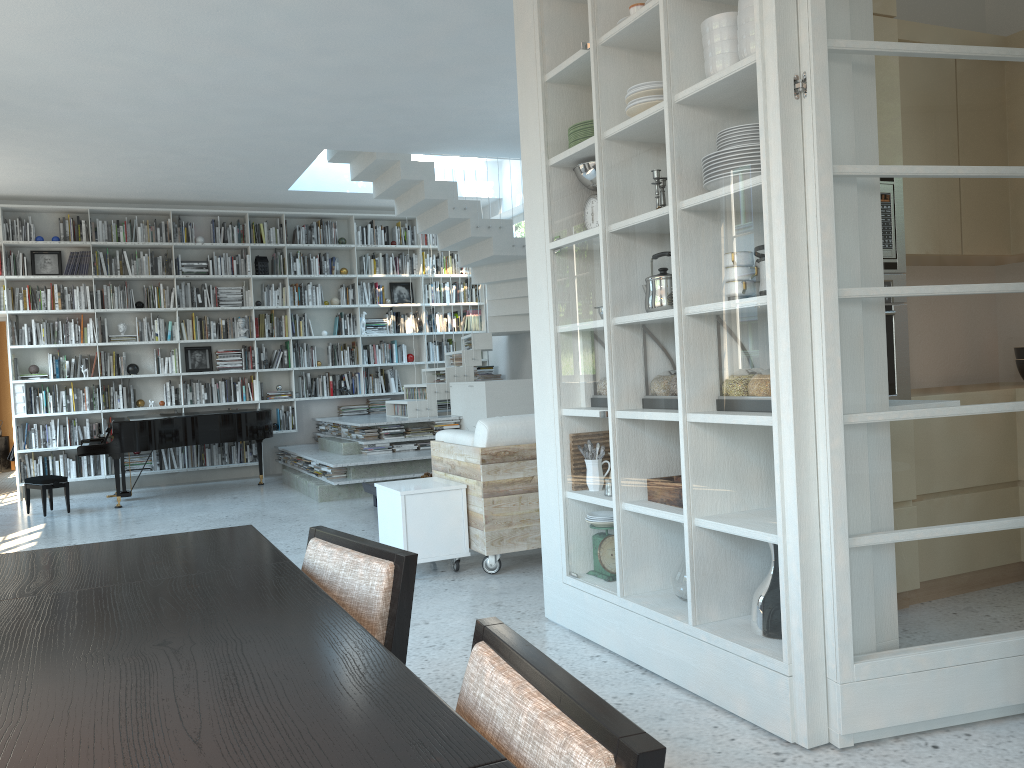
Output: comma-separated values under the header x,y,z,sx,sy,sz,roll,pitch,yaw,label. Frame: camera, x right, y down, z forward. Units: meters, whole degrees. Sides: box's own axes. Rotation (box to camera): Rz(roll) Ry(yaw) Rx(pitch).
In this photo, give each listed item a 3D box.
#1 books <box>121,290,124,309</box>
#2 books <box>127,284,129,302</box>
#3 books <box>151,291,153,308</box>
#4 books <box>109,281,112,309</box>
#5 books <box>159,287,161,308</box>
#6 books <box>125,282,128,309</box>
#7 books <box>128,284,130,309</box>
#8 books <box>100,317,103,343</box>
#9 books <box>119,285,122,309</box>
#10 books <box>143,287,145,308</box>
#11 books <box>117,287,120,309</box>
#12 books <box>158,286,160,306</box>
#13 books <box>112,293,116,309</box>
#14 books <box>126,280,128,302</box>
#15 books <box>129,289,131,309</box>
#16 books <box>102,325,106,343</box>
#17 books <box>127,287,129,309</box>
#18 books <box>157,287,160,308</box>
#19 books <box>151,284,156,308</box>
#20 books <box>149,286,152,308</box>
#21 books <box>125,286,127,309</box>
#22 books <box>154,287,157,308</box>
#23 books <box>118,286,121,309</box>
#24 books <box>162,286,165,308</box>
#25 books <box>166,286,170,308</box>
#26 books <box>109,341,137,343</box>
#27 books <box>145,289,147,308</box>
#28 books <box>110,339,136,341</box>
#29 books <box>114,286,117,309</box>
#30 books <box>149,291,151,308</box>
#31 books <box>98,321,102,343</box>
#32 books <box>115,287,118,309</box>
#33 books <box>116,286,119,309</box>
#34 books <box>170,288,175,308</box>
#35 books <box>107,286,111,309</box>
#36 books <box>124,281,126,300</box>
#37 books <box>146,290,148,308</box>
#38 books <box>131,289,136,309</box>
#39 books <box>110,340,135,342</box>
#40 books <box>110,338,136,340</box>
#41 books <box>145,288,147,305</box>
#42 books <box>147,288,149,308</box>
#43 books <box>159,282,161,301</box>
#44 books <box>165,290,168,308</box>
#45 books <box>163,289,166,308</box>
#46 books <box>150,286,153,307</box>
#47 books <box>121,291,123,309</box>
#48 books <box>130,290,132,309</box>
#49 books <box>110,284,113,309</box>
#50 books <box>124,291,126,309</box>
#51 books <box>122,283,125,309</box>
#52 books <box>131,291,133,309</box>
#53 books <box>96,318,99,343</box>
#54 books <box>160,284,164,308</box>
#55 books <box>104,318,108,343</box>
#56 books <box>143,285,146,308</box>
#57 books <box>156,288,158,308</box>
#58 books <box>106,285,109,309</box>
x,y,z,sx,sy,sz,roll,pitch,yaw,label
-4.381,-0.941,9.977,0.011,0.226,0.129,-4,2,-25,books
-4.325,-0.973,9.994,0.004,0.284,0.166,-4,2,-25,books
-4.096,-0.953,10.073,0.006,0.216,0.181,-4,1,-24,books
-4.492,-0.980,9.922,0.011,0.317,0.154,-4,2,-25,books
-4.024,-0.976,10.123,0.006,0.253,0.180,-4,2,-25,books
-4.343,-0.988,9.994,0.005,0.316,0.157,-4,2,-25,books
-4.311,-0.975,9.981,0.011,0.287,0.189,-4,2,-25,books
-4.584,-0.596,9.898,0.011,0.298,0.135,-4,2,-25,books
-4.395,-0.966,9.951,0.011,0.279,0.169,-4,2,-25,books
-4.178,-0.968,10.068,0.005,0.254,0.161,-4,2,-24,books
-4.416,-0.953,9.953,0.011,0.256,0.152,-4,2,-25,books
-4.031,-0.982,10.126,0.004,0.265,0.141,-4,2,-24,books
-4.460,-0.916,9.932,0.029,0.187,0.149,-4,1,-25,books
-4.337,-0.996,9.993,0.005,0.331,0.161,-4,2,-25,books
-4.315,-0.950,10.016,0.009,0.237,0.134,-4,2,-25,books
-4.556,-0.553,9.898,0.034,0.210,0.136,-4,2,-25,books
-4.331,-0.983,9.994,0.005,0.305,0.162,-4,2,-25,books
-4.041,-0.976,10.122,0.017,0.253,0.139,-4,2,-25,books
-4.090,-0.990,10.111,0.033,0.287,0.155,-4,2,-25,books
-4.118,-0.978,10.098,0.009,0.267,0.149,-4,2,-25,books
-4.343,-0.961,9.980,0.010,0.262,0.158,-4,2,-25,books
-4.054,-0.970,10.090,0.013,0.244,0.188,-4,1,-25,books
-4.401,-0.957,9.942,0.009,0.261,0.180,-4,2,-24,books
-3.992,-0.980,10.144,0.010,0.257,0.140,-4,2,-25,books
-3.943,-0.982,10.160,0.022,0.257,0.155,-4,2,-25,books
-4.378,-0.465,9.974,0.285,0.012,0.159,-3,1,-27,books
-4.164,-0.961,10.079,0.005,0.239,0.146,-4,2,-24,books
-4.378,-0.489,9.969,0.254,0.012,0.161,-3,1,-29,books
-4.435,-0.956,9.916,0.009,0.263,0.189,-4,1,-24,books
-4.122,-0.944,10.087,0.011,0.200,0.162,-4,1,-25,books
-4.591,-0.575,9.875,0.024,0.257,0.134,-4,2,-25,books
-4.426,-0.950,9.922,0.012,0.251,0.184,-4,1,-25,books
-4.426,-0.956,9.949,0.010,0.262,0.169,-4,2,-25,books
-3.894,-0.975,10.159,0.064,0.237,0.208,-4,1,-25,books
-4.500,-0.952,9.904,0.024,0.262,0.177,-4,2,-25,books
-4.353,-0.990,9.983,0.004,0.321,0.153,-4,2,-25,books
-4.148,-0.951,10.079,0.013,0.216,0.149,-4,2,-25,books
-4.277,-0.950,10.016,0.031,0.232,0.147,-4,2,-25,books
-4.381,-0.477,9.977,0.254,0.012,0.161,-3,1,-25,books
-4.378,-0.501,9.967,0.254,0.012,0.161,-4,1,-30,books
-4.150,-0.962,10.059,0.005,0.240,0.173,-4,1,-25,books
-4.130,-0.961,10.059,0.005,0.236,0.178,-4,1,-25,books
-4.020,-1.002,10.127,0.006,0.304,0.165,-4,2,-24,books
-3.967,-0.960,10.160,0.024,0.216,0.142,-4,2,-25,books
-3.983,-0.966,10.152,0.011,0.229,0.165,-4,1,-25,books
-4.102,-0.983,10.094,0.005,0.275,0.157,-4,2,-24,books
-4.380,-0.932,9.950,0.011,0.209,0.181,-4,1,-25,books
-4.303,-0.941,10.015,0.012,0.218,0.151,-4,2,-25,books
-4.473,-0.964,9.907,0.010,0.283,0.184,-4,2,-25,books
-4.363,-0.938,9.992,0.012,0.217,0.133,-4,2,-25,books
-4.365,-0.974,9.963,0.011,0.291,0.176,-4,2,-25,books
-4.294,-0.938,10.016,0.004,0.209,0.132,-4,2,-24,books
-4.610,-0.588,9.873,0.012,0.285,0.159,-4,2,-25,books
-4.004,-0.992,10.131,0.022,0.285,0.190,-4,2,-25,books
-4.531,-0.589,9.904,0.021,0.278,0.136,-4,2,-25,books
-4.174,-0.979,10.078,0.012,0.276,0.129,-4,2,-25,books
-4.058,-0.966,10.128,0.011,0.236,0.130,-4,2,-25,books
-4.516,-0.958,9.896,0.012,0.276,0.157,-4,2,-25,books
